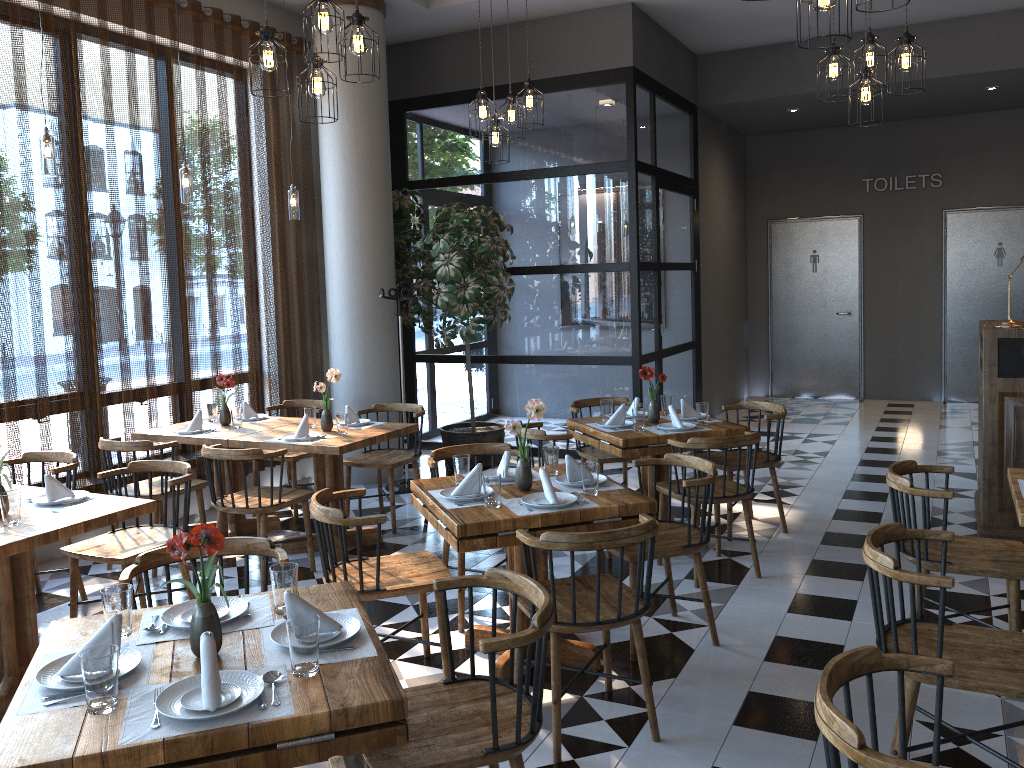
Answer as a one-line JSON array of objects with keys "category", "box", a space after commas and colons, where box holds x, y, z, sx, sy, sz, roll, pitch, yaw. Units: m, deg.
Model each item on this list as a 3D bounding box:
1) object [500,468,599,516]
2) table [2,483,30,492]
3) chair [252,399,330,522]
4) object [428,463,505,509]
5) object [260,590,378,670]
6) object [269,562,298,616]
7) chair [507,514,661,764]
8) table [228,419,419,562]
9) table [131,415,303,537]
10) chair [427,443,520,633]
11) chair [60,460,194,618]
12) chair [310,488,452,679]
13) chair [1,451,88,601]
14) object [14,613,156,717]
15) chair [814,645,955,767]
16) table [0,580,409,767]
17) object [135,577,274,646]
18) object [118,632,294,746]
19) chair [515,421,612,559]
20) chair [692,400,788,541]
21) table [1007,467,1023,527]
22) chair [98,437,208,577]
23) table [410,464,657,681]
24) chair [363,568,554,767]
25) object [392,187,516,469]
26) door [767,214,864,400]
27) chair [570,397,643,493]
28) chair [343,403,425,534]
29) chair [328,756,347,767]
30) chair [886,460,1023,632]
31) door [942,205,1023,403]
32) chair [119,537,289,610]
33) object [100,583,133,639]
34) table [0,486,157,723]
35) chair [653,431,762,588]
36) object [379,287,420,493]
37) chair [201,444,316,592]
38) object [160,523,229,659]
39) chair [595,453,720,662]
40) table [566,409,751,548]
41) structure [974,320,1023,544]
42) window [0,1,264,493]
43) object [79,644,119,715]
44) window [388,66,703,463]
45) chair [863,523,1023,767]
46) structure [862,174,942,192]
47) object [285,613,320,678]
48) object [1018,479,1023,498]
[{"category": "object", "box": [0.146, 0.423, 3.643, 0.352, 0.136, 0.273, -4, 6, -18]}, {"category": "table", "box": [-2.898, 0.916, 4.151, 0.850, 0.761, 0.853, 1, 6, 26]}, {"category": "chair", "box": [-1.643, 0.559, 6.654, 0.519, 0.814, 0.551, 1, 6, 27]}, {"category": "object", "box": [-0.195, 0.415, 3.809, 0.272, 0.136, 0.353, -4, 7, -18]}, {"category": "object", "box": [-0.518, 0.598, 2.319, 0.272, 0.136, 0.353, -4, 7, -18]}, {"category": "object", "box": [-0.644, 0.582, 2.513, 0.080, 0.132, 0.080, 1, 6, 31]}, {"category": "chair", "box": [0.268, 0.883, 3.311, 0.520, 0.814, 0.551, -3, 5, -18]}, {"category": "table", "box": [-1.173, 0.681, 5.692, 0.850, 0.761, 0.853, 1, 6, 26]}, {"category": "table", "box": [-1.939, 0.662, 6.074, 0.850, 0.761, 0.853, 1, 6, 26]}, {"category": "chair", "box": [-0.142, 0.755, 4.531, 0.520, 0.814, 0.551, -3, 5, -18]}, {"category": "chair", "box": [-1.848, 0.831, 4.355, 0.519, 0.814, 0.551, 1, 6, 27]}, {"category": "chair", "box": [-0.548, 0.862, 3.718, 0.550, 0.814, 0.521, -4, 5, -18]}, {"category": "chair", "box": [-2.603, 0.812, 4.731, 0.519, 0.814, 0.551, 1, 6, 27]}, {"category": "object", "box": [-1.022, 0.635, 2.146, 0.272, 0.136, 0.353, -4, 7, -18]}, {"category": "chair", "box": [0.912, 1.036, 1.809, 0.550, 0.814, 0.521, 1, 5, 27]}, {"category": "table", "box": [-0.757, 1.064, 2.270, 0.865, 0.761, 0.867, -4, 6, -18]}, {"category": "object", "box": [-0.859, 0.590, 2.486, 0.352, 0.136, 0.273, -4, 6, -18]}, {"category": "object", "box": [-0.681, 0.643, 1.979, 0.352, 0.136, 0.273, -4, 6, -18]}, {"category": "chair", "box": [0.294, 0.640, 5.405, 0.550, 0.814, 0.521, -4, 5, -18]}, {"category": "chair", "box": [1.517, 0.550, 5.834, 0.550, 0.814, 0.521, -4, 5, -18]}, {"category": "table", "box": [2.458, 0.817, 3.490, 0.850, 0.761, 0.853, 1, 6, 26]}, {"category": "chair", "box": [-2.225, 0.712, 5.490, 0.519, 0.814, 0.551, 1, 6, 27]}, {"category": "table", "box": [0.070, 0.845, 3.928, 0.865, 0.761, 0.867, -4, 6, -18]}, {"category": "chair", "box": [-0.154, 0.995, 2.465, 0.550, 0.814, 0.521, -4, 5, -18]}, {"category": "object", "box": [-0.708, -0.522, 8.028, 1.634, 2.584, 1.385, -1, 5, 11]}, {"category": "door", "box": [3.994, -1.000, 11.689, 1.207, 2.386, 0.115, 0, 5, 27]}, {"category": "chair", "box": [0.700, 0.533, 6.218, 0.520, 0.814, 0.551, -3, 5, -18]}, {"category": "chair", "box": [-0.888, 0.577, 6.278, 0.519, 0.814, 0.551, 1, 6, 27]}, {"category": "chair", "box": [-0.560, 1.102, 1.652, 0.520, 0.814, 0.551, -3, 5, -18]}, {"category": "chair", "box": [1.893, 0.776, 3.775, 0.550, 0.814, 0.521, 1, 5, 27]}, {"category": "door", "box": [5.886, -0.953, 10.746, 1.207, 2.386, 0.115, 0, 5, 27]}, {"category": "chair", "box": [-0.970, 0.974, 2.872, 0.520, 0.814, 0.551, -3, 5, -18]}, {"category": "object", "box": [-1.055, 0.612, 2.374, 0.080, 0.132, 0.080, 1, 6, 31]}, {"category": "table", "box": [-2.132, 0.935, 3.769, 0.850, 0.761, 0.853, 1, 6, 26]}, {"category": "chair", "box": [1.109, 0.660, 4.998, 0.520, 0.814, 0.551, -3, 5, -18]}, {"category": "object", "box": [-0.895, 0.038, 7.296, 0.375, 1.653, 0.375, -6, 6, -41]}, {"category": "chair", "box": [-1.470, 0.731, 5.113, 0.519, 0.814, 0.551, 1, 6, 27]}, {"category": "object", "box": [-0.778, 0.513, 2.187, 0.156, 0.354, 0.171, -3, 5, -8]}, {"category": "chair", "box": [0.674, 0.776, 4.124, 0.550, 0.814, 0.521, -4, 5, -18]}, {"category": "table", "box": [0.907, 0.623, 5.605, 0.865, 0.761, 0.867, -4, 6, -18]}, {"category": "structure", "box": [3.368, 0.259, 5.732, 0.645, 1.296, 1.049, 0, 6, 27]}, {"category": "window", "box": [-4.625, -0.144, 0.194, 4.491, 3.154, 15.189, -2, 7, 3]}, {"category": "object", "box": [-0.908, 0.655, 1.958, 0.080, 0.132, 0.080, 2, 6, 41]}, {"category": "window", "box": [0.429, -1.183, 9.453, 2.728, 3.537, 2.193, 1, 5, 27]}, {"category": "chair", "box": [1.402, 0.906, 2.792, 0.550, 0.814, 0.521, 1, 5, 27]}, {"category": "structure", "box": [4.888, -2.521, 11.116, 0.916, 0.165, 0.035, 1, 5, 27]}, {"category": "object", "box": [-0.495, 0.624, 2.109, 0.080, 0.132, 0.080, 1, 6, 31]}, {"category": "object", "box": [2.208, 0.364, 3.577, 0.272, 0.136, 0.353, 1, 7, 27]}]
